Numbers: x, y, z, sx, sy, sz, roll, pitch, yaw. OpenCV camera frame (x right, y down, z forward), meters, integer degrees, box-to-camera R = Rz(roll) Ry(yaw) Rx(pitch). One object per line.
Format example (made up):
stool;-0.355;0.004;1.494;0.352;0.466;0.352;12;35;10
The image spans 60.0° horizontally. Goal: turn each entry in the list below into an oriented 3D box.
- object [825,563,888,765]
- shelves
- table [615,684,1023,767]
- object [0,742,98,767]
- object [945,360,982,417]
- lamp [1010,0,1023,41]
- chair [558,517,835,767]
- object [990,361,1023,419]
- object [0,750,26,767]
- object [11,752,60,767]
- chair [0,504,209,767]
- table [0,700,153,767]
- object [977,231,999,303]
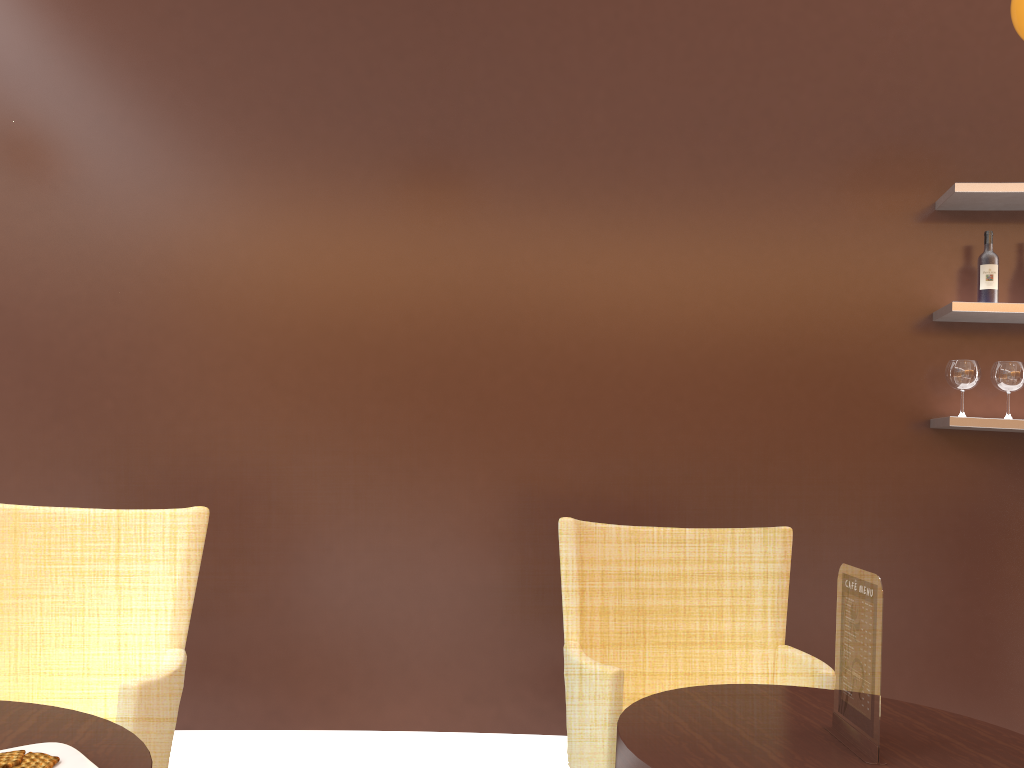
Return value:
object;0.667;0.526;1.713;0.042;0.335;0.209;3;-4;-1
shelves;3.704;-0.245;2.292;4.744;0.902;0.586;1;-5;32
table;0.623;1.029;1.670;0.874;0.679;0.872;1;-5;31
object;-0.736;0.576;1.287;0.234;0.020;0.234;7;-5;-44
object;1.702;0.024;3.348;0.125;0.221;0.125;3;-4;10
lamp;1.693;-1.762;2.688;0.299;1.500;0.299;6;-5;-37
chair;0.483;0.907;2.463;0.729;1.017;0.685;4;-4;-8
object;1.856;0.030;3.314;0.125;0.221;0.125;3;-4;10
object;-0.764;0.567;1.332;0.054;0.018;0.051;4;-4;-17
object;-0.718;0.571;1.334;0.055;0.018;0.052;3;-4;9
chair;-1.123;0.785;2.019;0.729;1.017;0.685;4;-4;-12
table;-0.997;0.906;1.223;0.874;0.679;0.872;1;-5;31
object;1.802;-0.431;3.355;0.073;0.297;0.073;4;-4;-5
